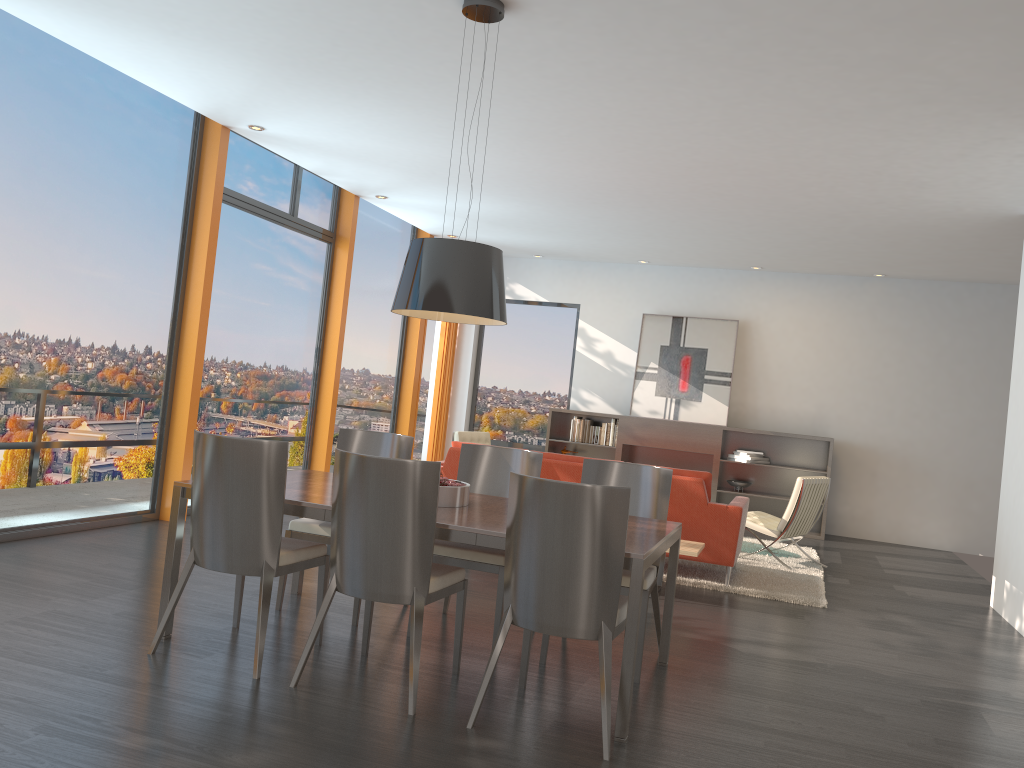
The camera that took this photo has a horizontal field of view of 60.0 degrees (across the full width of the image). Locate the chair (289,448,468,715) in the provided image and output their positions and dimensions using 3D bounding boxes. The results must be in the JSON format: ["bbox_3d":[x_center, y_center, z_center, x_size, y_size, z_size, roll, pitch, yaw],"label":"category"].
[{"bbox_3d":[-0.505,0.776,3.749,0.548,0.968,0.614,6,-1,18],"label":"chair"}]

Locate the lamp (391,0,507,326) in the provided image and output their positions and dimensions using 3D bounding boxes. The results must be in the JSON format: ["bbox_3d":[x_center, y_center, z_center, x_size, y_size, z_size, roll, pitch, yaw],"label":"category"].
[{"bbox_3d":[-0.221,-1.106,4.315,0.567,1.580,0.567,7,-2,-43],"label":"lamp"}]

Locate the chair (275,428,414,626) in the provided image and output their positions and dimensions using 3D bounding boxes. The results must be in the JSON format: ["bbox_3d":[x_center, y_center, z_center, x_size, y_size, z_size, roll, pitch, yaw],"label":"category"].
[{"bbox_3d":[-0.882,0.752,4.922,0.548,0.968,0.614,6,-1,18],"label":"chair"}]

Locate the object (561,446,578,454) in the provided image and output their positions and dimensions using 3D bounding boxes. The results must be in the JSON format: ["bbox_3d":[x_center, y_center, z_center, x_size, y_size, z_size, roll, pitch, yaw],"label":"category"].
[{"bbox_3d":[0.682,0.938,11.313,0.245,0.290,0.201,5,-1,38],"label":"object"}]

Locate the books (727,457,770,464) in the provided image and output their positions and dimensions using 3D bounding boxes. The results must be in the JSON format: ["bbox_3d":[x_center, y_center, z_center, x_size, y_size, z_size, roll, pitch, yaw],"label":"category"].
[{"bbox_3d":[2.820,0.918,10.590,0.398,0.038,0.314,7,-1,-32],"label":"books"}]

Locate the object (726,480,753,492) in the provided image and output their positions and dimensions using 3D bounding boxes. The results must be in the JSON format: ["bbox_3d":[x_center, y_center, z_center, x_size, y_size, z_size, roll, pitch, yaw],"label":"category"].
[{"bbox_3d":[2.713,1.228,10.605,0.308,0.117,0.309,7,-1,-38],"label":"object"}]

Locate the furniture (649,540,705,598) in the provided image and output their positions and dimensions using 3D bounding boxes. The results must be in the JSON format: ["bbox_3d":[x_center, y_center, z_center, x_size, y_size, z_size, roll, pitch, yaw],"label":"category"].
[{"bbox_3d":[0.338,1.208,6.415,2.006,0.357,0.492,6,-1,18],"label":"furniture"}]

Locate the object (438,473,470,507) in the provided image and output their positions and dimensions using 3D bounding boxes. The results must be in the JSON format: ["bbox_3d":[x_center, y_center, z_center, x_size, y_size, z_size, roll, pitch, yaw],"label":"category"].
[{"bbox_3d":[-0.415,0.486,4.292,0.427,0.154,0.427,6,-1,-28],"label":"object"}]

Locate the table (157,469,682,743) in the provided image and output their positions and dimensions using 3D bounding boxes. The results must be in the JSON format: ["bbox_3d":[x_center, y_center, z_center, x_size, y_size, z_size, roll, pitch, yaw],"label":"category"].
[{"bbox_3d":[-0.378,0.951,4.237,2.152,0.765,1.171,6,-1,18],"label":"table"}]

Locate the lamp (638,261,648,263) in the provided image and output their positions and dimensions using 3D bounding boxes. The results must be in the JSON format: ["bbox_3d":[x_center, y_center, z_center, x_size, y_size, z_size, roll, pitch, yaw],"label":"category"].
[{"bbox_3d":[1.678,-1.561,11.339,0.129,0.010,0.129,6,-1,-27],"label":"lamp"}]

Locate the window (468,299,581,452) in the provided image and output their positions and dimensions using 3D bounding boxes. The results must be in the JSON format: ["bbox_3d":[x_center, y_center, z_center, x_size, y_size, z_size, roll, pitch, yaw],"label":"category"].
[{"bbox_3d":[0.175,-0.229,12.085,1.410,3.341,0.065,6,-1,18],"label":"window"}]

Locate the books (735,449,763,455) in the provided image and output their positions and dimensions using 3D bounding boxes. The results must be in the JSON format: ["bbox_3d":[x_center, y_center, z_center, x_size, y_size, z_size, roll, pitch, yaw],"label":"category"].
[{"bbox_3d":[2.831,0.812,10.592,0.300,0.020,0.210,6,-1,8],"label":"books"}]

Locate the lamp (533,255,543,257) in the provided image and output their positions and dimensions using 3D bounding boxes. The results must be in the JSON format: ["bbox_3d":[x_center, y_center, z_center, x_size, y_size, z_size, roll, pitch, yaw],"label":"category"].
[{"bbox_3d":[0.341,-1.696,11.776,0.129,0.010,0.129,6,-1,-27],"label":"lamp"}]

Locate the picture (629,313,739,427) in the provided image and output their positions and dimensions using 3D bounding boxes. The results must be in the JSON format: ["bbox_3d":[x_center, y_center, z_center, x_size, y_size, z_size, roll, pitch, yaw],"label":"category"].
[{"bbox_3d":[2.151,-0.192,11.108,1.209,1.338,0.269,6,-1,18],"label":"picture"}]

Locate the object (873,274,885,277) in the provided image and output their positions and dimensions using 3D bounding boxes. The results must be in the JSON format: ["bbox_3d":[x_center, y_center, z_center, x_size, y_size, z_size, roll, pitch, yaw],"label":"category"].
[{"bbox_3d":[4.358,-1.289,10.530,0.129,0.010,0.129,6,-1,-27],"label":"object"}]

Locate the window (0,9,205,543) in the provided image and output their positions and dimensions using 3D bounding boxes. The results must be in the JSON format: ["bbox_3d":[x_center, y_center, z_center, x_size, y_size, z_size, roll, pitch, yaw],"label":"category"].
[{"bbox_3d":[-3.078,-0.667,5.638,0.070,3.347,2.923,6,-1,18],"label":"window"}]

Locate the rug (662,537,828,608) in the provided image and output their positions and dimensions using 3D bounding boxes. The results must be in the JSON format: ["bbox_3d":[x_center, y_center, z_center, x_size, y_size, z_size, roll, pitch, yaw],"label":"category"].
[{"bbox_3d":[0.883,1.466,8.267,3.773,0.043,2.983,6,-1,18],"label":"rug"}]

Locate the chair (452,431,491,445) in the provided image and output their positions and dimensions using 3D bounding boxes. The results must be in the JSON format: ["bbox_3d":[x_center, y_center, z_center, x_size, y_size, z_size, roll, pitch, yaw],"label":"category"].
[{"bbox_3d":[-0.235,0.946,9.496,0.707,0.817,0.699,5,-1,28],"label":"chair"}]

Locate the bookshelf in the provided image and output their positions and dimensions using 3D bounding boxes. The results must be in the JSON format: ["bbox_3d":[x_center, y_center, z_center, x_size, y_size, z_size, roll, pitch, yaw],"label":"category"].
[{"bbox_3d":[2.099,1.052,10.898,3.388,1.163,0.570,6,-1,18],"label":"bookshelf"}]

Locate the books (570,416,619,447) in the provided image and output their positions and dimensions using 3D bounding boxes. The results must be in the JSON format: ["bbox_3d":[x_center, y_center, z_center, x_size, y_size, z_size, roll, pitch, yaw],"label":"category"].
[{"bbox_3d":[1.067,0.583,11.154,0.592,0.340,0.324,6,-1,18],"label":"books"}]

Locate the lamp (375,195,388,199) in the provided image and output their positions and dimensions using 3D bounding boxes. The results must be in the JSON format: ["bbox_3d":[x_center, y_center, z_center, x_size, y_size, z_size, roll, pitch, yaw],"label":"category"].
[{"bbox_3d":[-1.338,-1.912,9.082,0.129,0.010,0.129,6,-1,-27],"label":"lamp"}]

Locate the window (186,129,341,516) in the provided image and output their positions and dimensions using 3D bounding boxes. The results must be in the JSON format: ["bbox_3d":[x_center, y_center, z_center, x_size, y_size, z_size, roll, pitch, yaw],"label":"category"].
[{"bbox_3d":[-2.278,-0.547,8.132,0.070,3.347,2.103,6,-1,18],"label":"window"}]

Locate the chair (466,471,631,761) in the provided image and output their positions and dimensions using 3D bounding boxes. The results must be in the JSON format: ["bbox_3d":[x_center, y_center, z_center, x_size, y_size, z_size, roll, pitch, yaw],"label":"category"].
[{"bbox_3d":[0.219,0.849,3.513,0.548,0.968,0.614,6,-1,18],"label":"chair"}]

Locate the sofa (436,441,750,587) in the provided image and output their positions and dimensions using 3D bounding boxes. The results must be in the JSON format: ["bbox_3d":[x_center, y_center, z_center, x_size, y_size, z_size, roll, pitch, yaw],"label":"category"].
[{"bbox_3d":[0.561,0.994,7.247,2.598,0.853,1.037,6,-1,18],"label":"sofa"}]

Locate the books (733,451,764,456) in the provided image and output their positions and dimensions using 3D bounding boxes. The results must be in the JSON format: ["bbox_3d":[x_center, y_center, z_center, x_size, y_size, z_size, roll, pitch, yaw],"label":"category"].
[{"bbox_3d":[2.829,0.832,10.592,0.300,0.020,0.210,7,-1,-32],"label":"books"}]

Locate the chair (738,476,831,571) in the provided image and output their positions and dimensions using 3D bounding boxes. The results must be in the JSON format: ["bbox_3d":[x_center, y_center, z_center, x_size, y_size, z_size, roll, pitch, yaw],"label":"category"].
[{"bbox_3d":[2.410,1.204,7.976,0.707,0.817,0.699,5,-1,38],"label":"chair"}]

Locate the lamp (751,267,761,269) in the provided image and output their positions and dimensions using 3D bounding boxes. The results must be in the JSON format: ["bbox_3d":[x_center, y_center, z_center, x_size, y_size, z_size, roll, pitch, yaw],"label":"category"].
[{"bbox_3d":[3.001,-1.427,10.907,0.129,0.010,0.129,6,-1,-27],"label":"lamp"}]

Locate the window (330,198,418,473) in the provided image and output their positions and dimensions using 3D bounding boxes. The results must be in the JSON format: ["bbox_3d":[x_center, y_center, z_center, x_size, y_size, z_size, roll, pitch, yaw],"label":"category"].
[{"bbox_3d":[-1.642,-0.452,10.114,0.070,3.347,1.843,6,-1,18],"label":"window"}]

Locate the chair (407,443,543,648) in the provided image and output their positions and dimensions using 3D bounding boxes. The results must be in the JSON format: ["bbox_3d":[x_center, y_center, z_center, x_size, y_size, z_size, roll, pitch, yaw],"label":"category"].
[{"bbox_3d":[-0.158,0.826,4.685,0.548,0.968,0.614,6,-1,18],"label":"chair"}]

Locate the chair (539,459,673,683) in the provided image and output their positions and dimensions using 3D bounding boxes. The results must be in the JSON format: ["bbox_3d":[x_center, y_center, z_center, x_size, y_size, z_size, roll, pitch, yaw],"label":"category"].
[{"bbox_3d":[0.503,0.892,4.469,0.548,0.968,0.614,6,-1,18],"label":"chair"}]

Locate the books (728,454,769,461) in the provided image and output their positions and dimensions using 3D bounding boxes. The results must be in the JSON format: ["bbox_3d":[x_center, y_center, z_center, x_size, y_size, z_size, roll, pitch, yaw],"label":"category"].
[{"bbox_3d":[2.824,0.881,10.591,0.398,0.038,0.314,7,-1,-42],"label":"books"}]

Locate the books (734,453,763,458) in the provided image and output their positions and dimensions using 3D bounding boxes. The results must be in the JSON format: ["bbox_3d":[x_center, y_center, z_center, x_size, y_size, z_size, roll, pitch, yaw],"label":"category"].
[{"bbox_3d":[2.827,0.852,10.592,0.300,0.020,0.210,7,-1,-42],"label":"books"}]

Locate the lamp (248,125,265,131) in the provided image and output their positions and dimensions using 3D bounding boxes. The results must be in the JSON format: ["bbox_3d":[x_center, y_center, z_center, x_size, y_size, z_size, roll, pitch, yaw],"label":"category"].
[{"bbox_3d":[-2.014,-2.013,6.977,0.129,0.010,0.129,6,-1,-27],"label":"lamp"}]

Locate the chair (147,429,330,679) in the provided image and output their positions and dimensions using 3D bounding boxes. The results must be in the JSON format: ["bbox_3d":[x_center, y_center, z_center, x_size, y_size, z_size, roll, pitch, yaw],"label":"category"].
[{"bbox_3d":[-1.166,0.709,3.965,0.548,0.968,0.614,6,-1,18],"label":"chair"}]

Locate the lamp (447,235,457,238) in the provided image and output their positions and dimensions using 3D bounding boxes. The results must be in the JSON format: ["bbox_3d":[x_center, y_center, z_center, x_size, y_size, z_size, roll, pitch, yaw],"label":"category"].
[{"bbox_3d":[-0.740,-1.822,10.944,0.129,0.010,0.129,6,-1,-27],"label":"lamp"}]

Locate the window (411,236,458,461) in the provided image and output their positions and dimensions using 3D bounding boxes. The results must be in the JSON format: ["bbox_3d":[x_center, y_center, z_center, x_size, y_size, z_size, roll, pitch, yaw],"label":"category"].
[{"bbox_3d":[-1.060,-0.369,11.616,0.211,3.347,1.156,6,-1,18],"label":"window"}]
